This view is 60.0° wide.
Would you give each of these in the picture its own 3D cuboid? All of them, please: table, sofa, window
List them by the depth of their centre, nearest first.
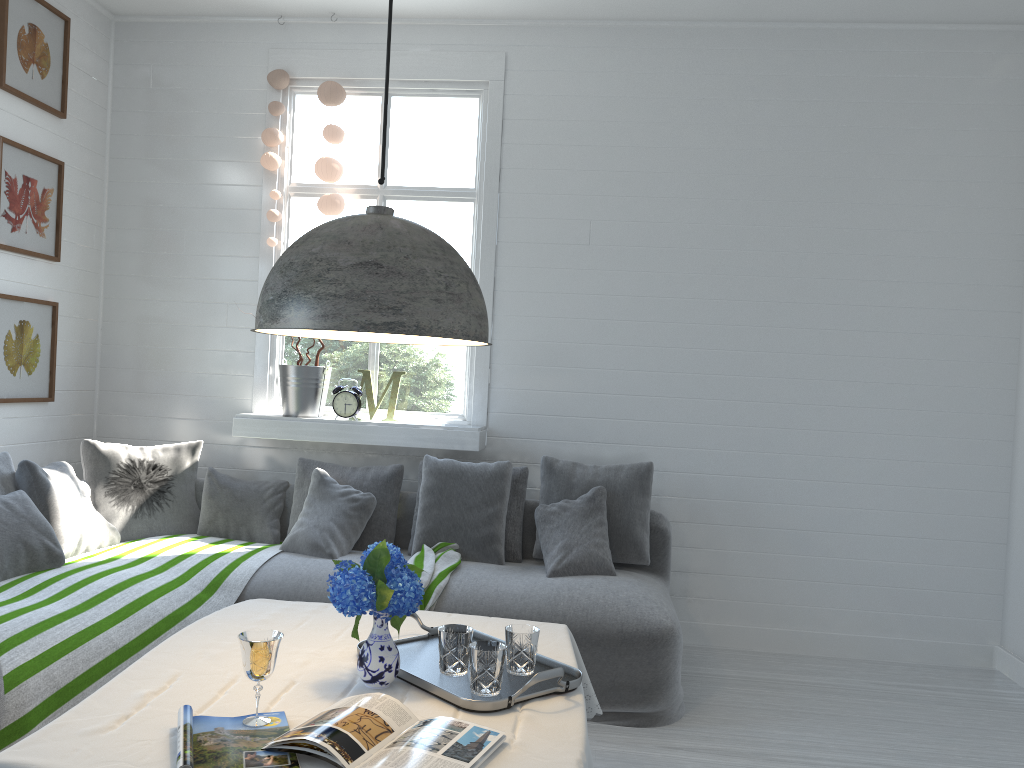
[{"bbox_3d":[-0.423,1.112,2.325,1.327,0.725,1.670,3,0,7],"label":"table"},{"bbox_3d":[-0.923,1.049,3.595,3.407,0.899,3.394,3,0,6],"label":"sofa"},{"bbox_3d":[-0.845,-0.845,5.358,1.482,2.399,0.378,3,1,6],"label":"window"}]

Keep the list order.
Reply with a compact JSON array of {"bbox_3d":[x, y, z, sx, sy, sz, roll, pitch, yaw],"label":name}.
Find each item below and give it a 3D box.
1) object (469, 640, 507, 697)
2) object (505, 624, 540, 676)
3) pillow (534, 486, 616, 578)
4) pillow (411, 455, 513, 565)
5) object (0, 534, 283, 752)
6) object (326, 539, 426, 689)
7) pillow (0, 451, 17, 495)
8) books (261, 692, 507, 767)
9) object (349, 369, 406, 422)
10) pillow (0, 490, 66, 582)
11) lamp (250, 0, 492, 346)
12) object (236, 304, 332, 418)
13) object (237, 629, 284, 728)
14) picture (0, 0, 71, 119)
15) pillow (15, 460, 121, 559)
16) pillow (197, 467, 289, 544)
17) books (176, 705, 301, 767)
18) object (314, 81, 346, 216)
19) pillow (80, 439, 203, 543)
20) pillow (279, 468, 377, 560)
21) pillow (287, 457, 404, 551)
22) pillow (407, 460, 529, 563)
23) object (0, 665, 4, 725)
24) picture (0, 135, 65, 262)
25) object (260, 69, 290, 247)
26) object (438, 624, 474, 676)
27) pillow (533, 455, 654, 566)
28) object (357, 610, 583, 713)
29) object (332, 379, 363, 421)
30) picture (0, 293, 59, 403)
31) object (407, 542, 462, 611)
[{"bbox_3d":[-0.063,0.710,2.210,0.095,0.119,0.095,3,1,30],"label":"object"},{"bbox_3d":[0.025,0.714,2.380,0.095,0.119,0.095,3,1,30],"label":"object"},{"bbox_3d":[0.334,0.775,4.653,0.380,0.463,0.416,3,1,-9],"label":"pillow"},{"bbox_3d":[-0.267,0.693,4.839,0.509,0.573,0.296,3,1,6],"label":"pillow"},{"bbox_3d":[-1.870,1.072,3.531,1.043,0.473,3.164,3,0,6],"label":"object"},{"bbox_3d":[-0.345,0.578,2.257,0.265,0.377,0.236,3,1,8],"label":"object"},{"bbox_3d":[-2.363,0.604,3.912,0.278,0.561,0.639,3,0,6],"label":"pillow"},{"bbox_3d":[-0.261,0.738,1.867,0.422,0.049,0.300,3,0,21],"label":"books"},{"bbox_3d":[-0.816,0.073,5.383,0.330,0.311,0.052,3,1,-4],"label":"object"},{"bbox_3d":[-2.235,0.667,3.827,0.277,0.445,0.528,3,1,21],"label":"pillow"},{"bbox_3d":[-0.297,-1.136,2.225,0.601,2.045,0.600,3,1,-23],"label":"lamp"},{"bbox_3d":[-1.216,-0.266,5.089,0.635,0.936,0.847,2,1,-37],"label":"object"},{"bbox_3d":[-0.553,0.642,1.933,0.098,0.192,0.098,3,1,26],"label":"object"},{"bbox_3d":[-2.613,-1.828,4.862,0.036,0.580,0.555,3,1,6],"label":"picture"},{"bbox_3d":[-2.254,0.615,4.412,0.344,0.526,0.616,3,0,5],"label":"pillow"},{"bbox_3d":[-1.525,0.711,5.106,0.495,0.438,0.280,3,1,8],"label":"pillow"},{"bbox_3d":[-0.568,0.728,1.826,0.229,0.043,0.300,3,0,-20],"label":"books"},{"bbox_3d":[-1.119,-1.125,5.387,0.197,1.427,0.200,2,1,-44],"label":"object"},{"bbox_3d":[-2.055,0.601,5.020,0.639,0.561,0.395,3,1,-45],"label":"pillow"},{"bbox_3d":[-0.996,0.706,4.789,0.380,0.463,0.416,3,1,21],"label":"pillow"},{"bbox_3d":[-0.953,0.703,5.045,0.639,0.522,0.278,3,1,5],"label":"pillow"},{"bbox_3d":[-0.242,0.712,4.983,0.641,0.521,0.280,3,1,6],"label":"pillow"},{"bbox_3d":[-2.080,0.996,2.455,1.213,0.925,1.683,3,0,-43],"label":"object"},{"bbox_3d":[-2.656,-1.000,4.877,0.036,0.580,0.555,3,1,6],"label":"picture"},{"bbox_3d":[-1.473,-1.392,5.468,0.153,1.089,0.150,3,1,-19],"label":"object"},{"bbox_3d":[-0.152,0.705,2.347,0.095,0.119,0.095,3,1,-10],"label":"object"},{"bbox_3d":[0.453,0.696,4.900,0.639,0.561,0.278,3,1,6],"label":"pillow"},{"bbox_3d":[-0.123,0.730,2.402,0.399,0.092,0.651,3,0,-42],"label":"object"},{"bbox_3d":[-0.980,0.094,5.274,0.182,0.250,0.075,3,1,6],"label":"object"},{"bbox_3d":[-2.698,-0.187,4.892,0.036,0.580,0.555,3,1,6],"label":"picture"},{"bbox_3d":[-0.589,1.041,4.244,0.622,0.833,1.581,3,0,30],"label":"object"}]
